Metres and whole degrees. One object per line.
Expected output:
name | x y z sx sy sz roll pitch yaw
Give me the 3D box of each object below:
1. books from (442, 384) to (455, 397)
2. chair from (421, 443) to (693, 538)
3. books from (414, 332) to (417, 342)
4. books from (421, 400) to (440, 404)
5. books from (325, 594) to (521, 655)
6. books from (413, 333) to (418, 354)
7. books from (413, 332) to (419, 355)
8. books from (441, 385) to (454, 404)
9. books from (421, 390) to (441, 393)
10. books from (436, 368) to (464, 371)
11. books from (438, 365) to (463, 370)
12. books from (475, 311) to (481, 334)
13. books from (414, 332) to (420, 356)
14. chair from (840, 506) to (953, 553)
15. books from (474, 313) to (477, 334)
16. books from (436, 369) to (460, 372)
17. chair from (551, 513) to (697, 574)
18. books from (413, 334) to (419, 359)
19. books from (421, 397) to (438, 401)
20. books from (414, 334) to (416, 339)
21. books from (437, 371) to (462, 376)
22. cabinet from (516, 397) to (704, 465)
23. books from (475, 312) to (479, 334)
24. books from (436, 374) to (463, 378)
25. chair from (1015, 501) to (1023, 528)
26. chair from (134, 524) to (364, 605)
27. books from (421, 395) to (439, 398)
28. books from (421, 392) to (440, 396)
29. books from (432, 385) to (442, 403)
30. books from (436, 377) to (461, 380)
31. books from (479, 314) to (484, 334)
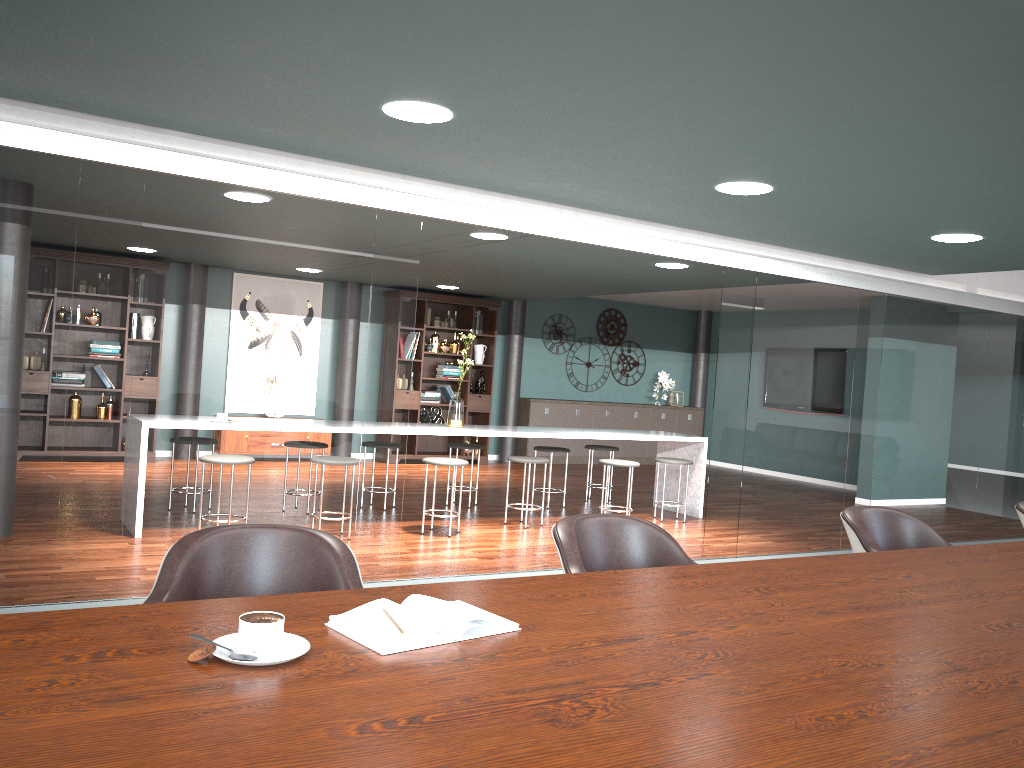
books | -0.740 0.126 10.666 0.166 0.228 0.205 4 1 -31
chair | -0.448 0.770 6.812 4.029 0.512 1.479 4 1 -32
books | -1.198 -0.448 10.368 0.090 0.316 0.197 4 1 -31
books | -1.027 0.207 10.493 0.286 0.027 0.184 4 1 -31
books | -0.148 0.400 1.517 0.285 0.032 0.180 3 1 -41
books | -1.181 -0.443 10.379 0.063 0.309 0.210 4 1 -31
books | -1.171 -0.449 10.381 0.062 0.322 0.197 4 1 -31
books | -0.769 0.126 10.648 0.176 0.227 0.194 4 1 -31
books | -1.009 0.085 10.496 0.268 0.016 0.205 4 1 -31
books | -0.748 -0.173 10.664 0.268 0.016 0.205 4 1 -31
books | -0.744 -0.201 10.671 0.248 0.042 0.194 4 1 -31
books | -0.447 -0.748 10.810 0.027 0.286 0.184 4 1 -31
books | -1.157 -0.448 10.388 0.062 0.322 0.197 4 1 -31
chair | 1.355 0.827 2.990 0.535 0.761 0.518 4 1 -25
books | -0.493 -0.731 10.781 0.042 0.248 0.194 4 1 -31
books | -0.749 -0.157 10.670 0.268 0.016 0.205 4 1 -31
chair | 0.331 0.764 2.365 0.535 0.761 0.518 4 1 -25
books | -1.167 -0.442 10.386 0.063 0.309 0.210 4 1 -31
books | -1.026 0.172 10.491 0.248 0.042 0.194 4 1 -31
books | -1.222 -0.440 10.360 0.115 0.296 0.210 4 1 -31
books | -0.751 -0.128 10.670 0.248 0.042 0.194 4 1 -31
cabinet | -2.615 0.420 9.673 12.287 0.820 0.402 4 1 -31
books | -0.467 -0.741 10.797 0.016 0.268 0.205 4 1 -31
books | -0.752 -0.092 10.673 0.286 0.027 0.184 4 1 -31
chair | 2.274 0.883 3.541 0.523 0.761 0.533 5 1 40
chair | -0.532 0.711 1.839 0.535 0.761 0.518 4 1 -11
books | -1.024 0.142 10.491 0.268 0.016 0.205 4 1 -31
books | -1.002 0.115 10.502 0.248 0.042 0.194 4 1 -31
books | -0.906 0.120 10.643 0.063 0.214 0.139 4 1 -31
books | -0.756 -0.070 10.672 0.268 0.016 0.205 4 1 -31
books | -0.417 -0.726 10.828 0.042 0.248 0.194 4 1 -31
